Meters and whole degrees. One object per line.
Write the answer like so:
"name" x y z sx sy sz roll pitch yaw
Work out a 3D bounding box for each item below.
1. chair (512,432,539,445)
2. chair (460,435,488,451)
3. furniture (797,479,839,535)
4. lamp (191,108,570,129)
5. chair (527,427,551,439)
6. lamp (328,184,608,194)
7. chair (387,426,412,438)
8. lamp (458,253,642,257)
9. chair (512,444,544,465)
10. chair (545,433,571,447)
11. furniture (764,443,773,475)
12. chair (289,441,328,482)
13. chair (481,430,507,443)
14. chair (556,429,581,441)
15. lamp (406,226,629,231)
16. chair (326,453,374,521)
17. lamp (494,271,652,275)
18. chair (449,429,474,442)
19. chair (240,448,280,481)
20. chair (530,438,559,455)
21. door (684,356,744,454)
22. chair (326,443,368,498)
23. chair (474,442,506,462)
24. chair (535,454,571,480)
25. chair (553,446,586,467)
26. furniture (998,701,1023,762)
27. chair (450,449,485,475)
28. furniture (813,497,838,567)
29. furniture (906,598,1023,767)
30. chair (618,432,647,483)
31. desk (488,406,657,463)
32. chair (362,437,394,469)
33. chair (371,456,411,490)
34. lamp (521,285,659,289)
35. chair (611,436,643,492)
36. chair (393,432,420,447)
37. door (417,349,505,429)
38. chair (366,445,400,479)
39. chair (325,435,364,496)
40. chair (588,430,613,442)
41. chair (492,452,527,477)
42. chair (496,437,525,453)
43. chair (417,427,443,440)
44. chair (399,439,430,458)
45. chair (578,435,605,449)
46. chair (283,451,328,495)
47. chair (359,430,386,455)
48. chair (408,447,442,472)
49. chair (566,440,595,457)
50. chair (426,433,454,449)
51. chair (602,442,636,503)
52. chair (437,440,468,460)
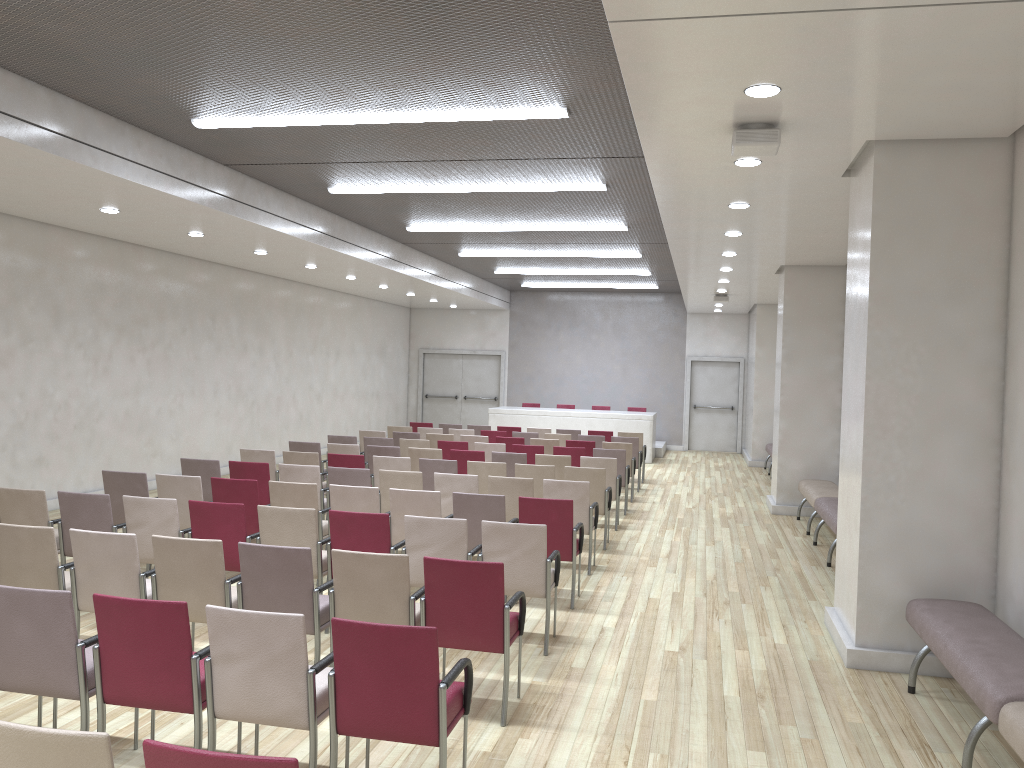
"chair" 0.270 1.241 14.995 0.513 0.890 0.640 2 1 13
"chair" -0.530 1.233 13.909 0.513 0.890 0.640 2 1 13
"furniture" 4.014 1.585 11.425 0.530 0.550 1.833 2 1 12
"lamp" -1.161 -2.223 7.461 3.304 0.045 0.198 2 1 12
"chair" 0.536 1.231 16.205 0.513 0.890 0.640 2 1 13
"lamp" -0.554 -2.247 10.259 3.304 0.045 0.198 2 1 12
"chair" -1.879 1.165 15.472 0.513 0.890 0.640 2 1 11
"lamp" 0.655 -2.295 15.832 3.304 0.045 0.198 2 1 12
"chair" 0.270 1.281 12.476 0.513 0.890 0.640 2 1 13
"chair" 0.802 1.260 14.892 0.513 0.890 0.640 2 1 12
"furniture" 5.441 1.529 17.998 0.530 0.550 1.833 2 1 12
"chair" -2.659 1.196 11.866 0.513 0.890 0.640 2 1 13
"chair" -0.262 1.222 15.126 0.513 0.890 0.640 2 1 12
"chair" 1.058 1.250 16.082 0.513 0.890 0.640 2 1 13
"lamp" 0.044 -2.270 13.016 3.304 0.045 0.198 2 1 12
"chair" -1.854 1.244 10.422 0.513 0.890 0.640 2 1 12
"lamp" 1.251 -2.318 18.575 3.304 0.045 0.198 2 1 12
"chair" -0.809 1.203 15.242 0.513 0.890 0.640 2 1 11
"chair" -2.929 1.206 10.659 0.513 0.890 0.640 2 1 13
"chair" 0.539 1.270 13.687 0.513 0.890 0.640 2 1 12
"door" 5.105 0.525 22.425 1.400 2.400 0.200 2 1 12
"chair" -2.129 1.215 11.736 0.513 0.890 0.640 2 1 13
"chair" -0.259 1.262 12.599 0.513 0.890 0.640 2 1 12
"chair" 0.549 1.310 11.160 0.513 0.890 0.640 2 1 12
"chair" 0.828 1.300 12.365 0.513 0.890 0.640 2 1 12
"furniture" 2.191 1.658 3.021 0.530 0.550 1.833 2 1 12
"chair" -0.515 1.272 11.405 0.513 0.890 0.640 2 1 12
"furniture" 3.620 1.601 9.609 0.530 0.550 1.833 2 1 12
"furniture" 2.585 1.642 4.837 0.530 0.550 1.833 2 1 12
"chair" 2.129 1.288 15.847 0.513 0.890 0.640 2 1 13
"desk" 1.390 1.121 20.118 3.652 1.042 1.456 2 1 12
"chair" -1.863 1.205 12.944 0.513 0.890 0.640 2 1 12
"chair" -1.319 1.263 10.319 0.513 0.890 0.640 2 1 12
"lamp" 1.855 -2.342 21.362 3.304 0.045 0.198 2 1 12
"chair" 1.880 1.299 14.642 0.513 0.890 0.640 2 1 13
"chair" -1.607 1.194 14.143 0.513 0.890 0.640 2 1 12
"door" -1.366 0.295 23.826 2.373 2.400 0.200 2 1 12
"chair" -1.593 1.234 11.621 0.513 0.890 0.640 2 1 13
"chair" -2.404 1.186 13.068 0.513 0.890 0.640 2 1 12
"chair" 1.609 1.269 15.965 0.513 0.890 0.640 2 1 12
"chair" 0.012 1.291 11.285 0.513 0.890 0.640 2 1 12
"chair" 0.013 1.252 13.790 0.513 0.890 0.640 2 1 11
"chair" -1.345 1.184 15.345 0.513 0.890 0.640 2 1 12
"chair" -1.333 1.224 12.831 0.513 0.890 0.640 2 1 12
"chair" 1.345 1.280 14.760 0.513 0.890 0.640 2 1 12
"chair" -2.398 1.225 10.542 0.513 0.890 0.640 2 1 12
"chair" -2.150 1.175 14.259 0.513 0.890 0.640 2 1 13
"chair" -1.050 1.253 11.501 0.513 0.890 0.640 2 1 12
"chair" 1.072 1.289 13.572 0.513 0.890 0.640 2 1 12
"chair" -1.075 1.213 14.039 0.513 0.890 0.640 2 1 11
"chair" 1.608 1.308 13.454 0.513 0.890 0.640 2 1 12
"chair" -0.786 1.243 12.722 0.513 0.890 0.640 2 1 12
